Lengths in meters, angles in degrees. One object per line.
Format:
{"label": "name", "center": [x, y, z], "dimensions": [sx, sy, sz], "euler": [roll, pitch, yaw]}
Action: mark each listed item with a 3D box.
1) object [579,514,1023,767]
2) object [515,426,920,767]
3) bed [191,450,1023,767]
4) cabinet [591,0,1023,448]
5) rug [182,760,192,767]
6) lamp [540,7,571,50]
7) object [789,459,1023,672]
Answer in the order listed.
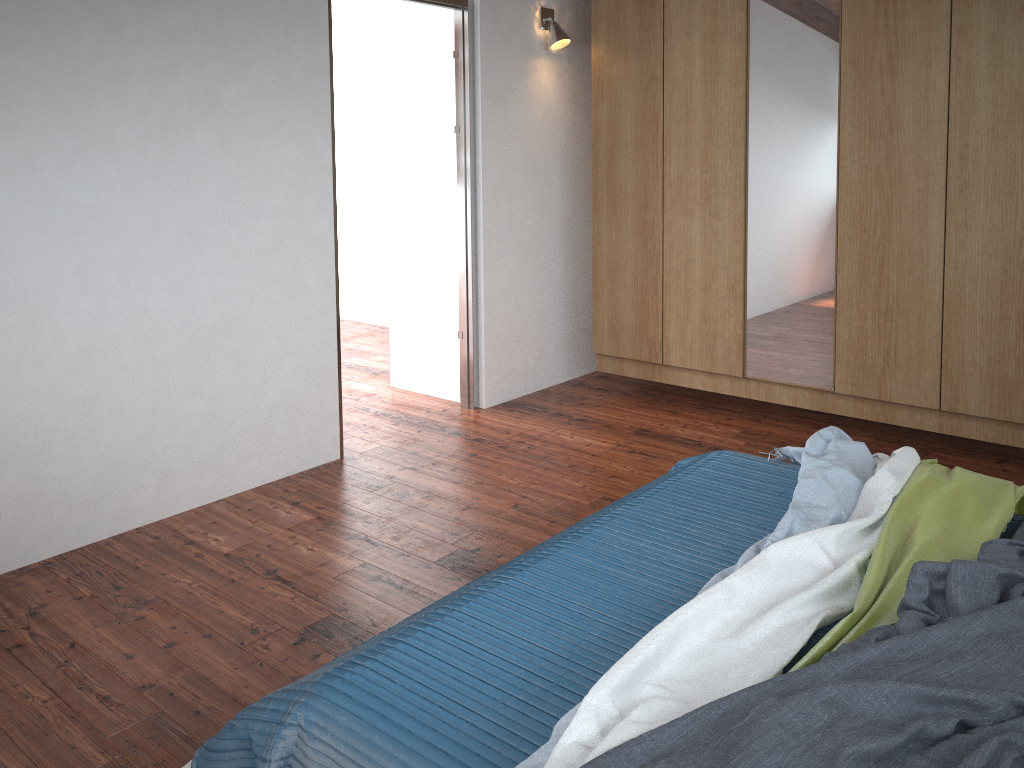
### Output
{"label": "object", "center": [0.947, 0.528, 1.654], "dimensions": [2.154, 0.398, 0.638], "euler": [-13, 17, -40]}
{"label": "object", "center": [0.561, 0.515, 2.100], "dimensions": [0.540, 0.367, 2.199], "euler": [7, 16, 34]}
{"label": "bed", "center": [0.937, 0.498, 1.676], "dimensions": [2.604, 0.752, 2.176], "euler": [11, 18, 40]}
{"label": "cabinet", "center": [1.455, -1.130, 4.199], "dimensions": [2.222, 2.362, 0.589], "euler": [7, 9, 40]}
{"label": "rug", "center": [0.562, 0.766, 2.005], "dimensions": [1.819, 0.048, 2.762], "euler": [11, 19, 38]}
{"label": "lamp", "center": [0.246, -1.915, 4.696], "dimensions": [0.144, 0.224, 0.120], "euler": [6, 9, 40]}
{"label": "object", "center": [0.817, 0.634, 1.846], "dimensions": [0.495, 0.437, 2.148], "euler": [7, 16, 35]}
